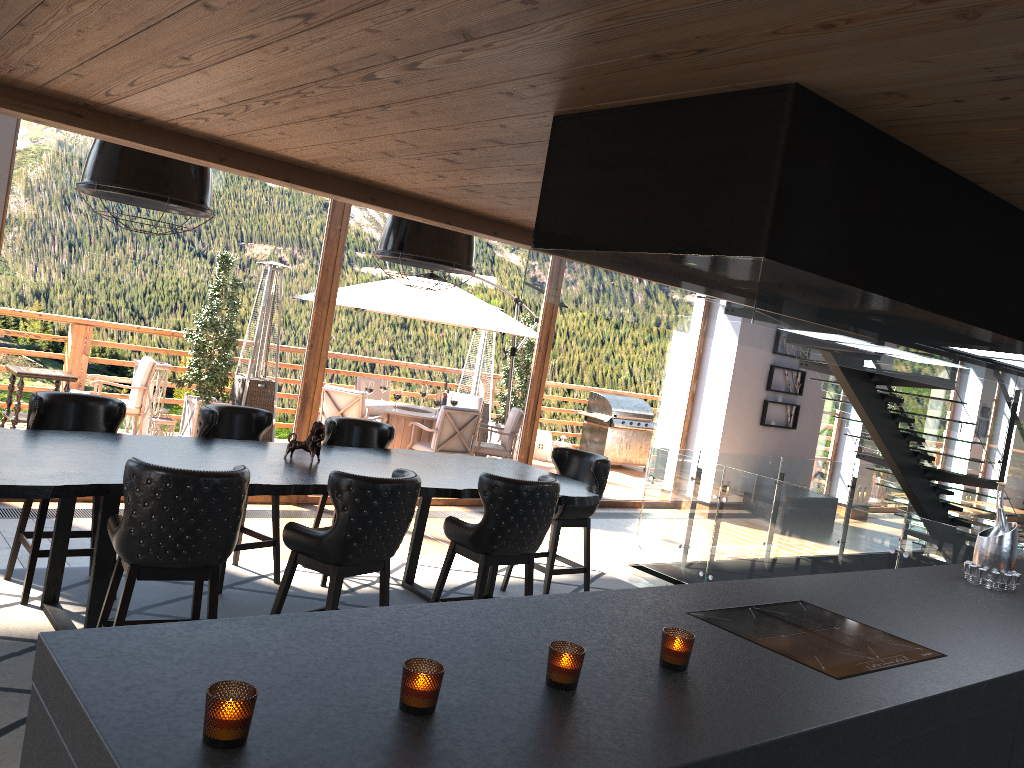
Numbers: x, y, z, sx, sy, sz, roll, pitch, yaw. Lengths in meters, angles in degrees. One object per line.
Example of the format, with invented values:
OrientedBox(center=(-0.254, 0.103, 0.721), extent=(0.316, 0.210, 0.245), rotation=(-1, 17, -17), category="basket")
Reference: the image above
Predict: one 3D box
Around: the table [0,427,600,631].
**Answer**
OrientedBox(center=(-1.184, 0.926, 5.085), extent=(3.838, 0.949, 1.415), rotation=(7, 3, -40), category="table")

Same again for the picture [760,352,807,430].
OrientedBox(center=(3.705, -0.057, 11.949), extent=(0.782, 1.311, 0.058), rotation=(8, 2, -40), category="picture")

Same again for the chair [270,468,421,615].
OrientedBox(center=(-0.803, 0.936, 4.288), extent=(0.563, 1.091, 0.509), rotation=(11, 2, 34), category="chair")

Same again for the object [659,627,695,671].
OrientedBox(center=(0.394, 0.637, 2.129), extent=(0.079, 0.081, 0.079), rotation=(10, 2, 5), category="object")

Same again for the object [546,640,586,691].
OrientedBox(center=(0.112, 0.601, 1.891), extent=(0.079, 0.081, 0.079), rotation=(10, 2, 5), category="object")

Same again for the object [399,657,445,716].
OrientedBox(center=(-0.170, 0.565, 1.654), extent=(0.079, 0.081, 0.079), rotation=(10, 2, 5), category="object")

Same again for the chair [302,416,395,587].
OrientedBox(center=(-1.102, 0.807, 6.112), extent=(0.509, 1.091, 0.563), rotation=(8, 2, -31), category="chair")

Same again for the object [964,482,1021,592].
OrientedBox(center=(2.122, 0.656, 3.867), extent=(0.227, 0.452, 0.224), rotation=(8, 3, -40), category="object")

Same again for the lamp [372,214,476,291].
OrientedBox(center=(-0.159, -2.878, 5.210), extent=(0.620, 4.682, 0.623), rotation=(10, 2, 5), category="lamp")

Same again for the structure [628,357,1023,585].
OrientedBox(center=(1.766, 1.261, 9.958), extent=(11.146, 6.394, 9.117), rotation=(7, 3, -40), category="structure")

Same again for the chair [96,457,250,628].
OrientedBox(center=(-1.476, 0.856, 3.807), extent=(0.509, 1.091, 0.563), rotation=(8, 2, -31), category="chair")

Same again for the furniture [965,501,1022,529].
OrientedBox(center=(7.746, 2.215, 14.596), extent=(2.789, 0.436, 1.163), rotation=(7, 3, -40), category="furniture")

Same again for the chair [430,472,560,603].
OrientedBox(center=(-0.092, 1.024, 4.950), extent=(0.509, 1.091, 0.562), rotation=(8, 3, -41), category="chair")

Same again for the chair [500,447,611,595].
OrientedBox(center=(0.351, 1.029, 6.394), extent=(0.574, 1.091, 0.499), rotation=(8, 3, -41), category="chair")

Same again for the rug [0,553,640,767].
OrientedBox(center=(-0.973, 1.414, 5.262), extent=(5.693, 0.047, 2.525), rotation=(7, 4, -40), category="rug")

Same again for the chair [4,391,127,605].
OrientedBox(center=(-2.483, 0.620, 4.969), extent=(0.509, 1.091, 0.562), rotation=(8, 3, -41), category="chair")

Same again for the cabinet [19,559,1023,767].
OrientedBox(center=(1.116, 1.321, 2.944), extent=(4.853, 1.103, 0.880), rotation=(7, 3, -40), category="cabinet")

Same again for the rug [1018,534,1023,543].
OrientedBox(center=(8.359, 2.567, 13.485), extent=(2.458, 0.053, 3.770), rotation=(7, 4, -39), category="rug")

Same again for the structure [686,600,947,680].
OrientedBox(center=(0.900, 0.749, 2.623), extent=(0.617, 0.017, 0.499), rotation=(7, 4, -40), category="structure")

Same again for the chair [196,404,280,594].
OrientedBox(center=(-1.772, 0.708, 5.630), extent=(0.563, 1.091, 0.509), rotation=(11, 2, 34), category="chair")

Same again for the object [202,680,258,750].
OrientedBox(center=(-0.453, 0.529, 1.417), extent=(0.079, 0.081, 0.079), rotation=(10, 2, 5), category="object")

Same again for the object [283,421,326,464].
OrientedBox(center=(-1.190, 0.322, 5.118), extent=(0.220, 0.253, 0.116), rotation=(10, 2, 13), category="object")

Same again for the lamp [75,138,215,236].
OrientedBox(center=(-1.385, -3.034, 4.179), extent=(0.620, 4.682, 0.623), rotation=(10, 2, 5), category="lamp")

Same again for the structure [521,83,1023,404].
OrientedBox(center=(1.531, -0.240, 3.009), extent=(3.286, 0.476, 0.704), rotation=(7, 3, -40), category="structure")
